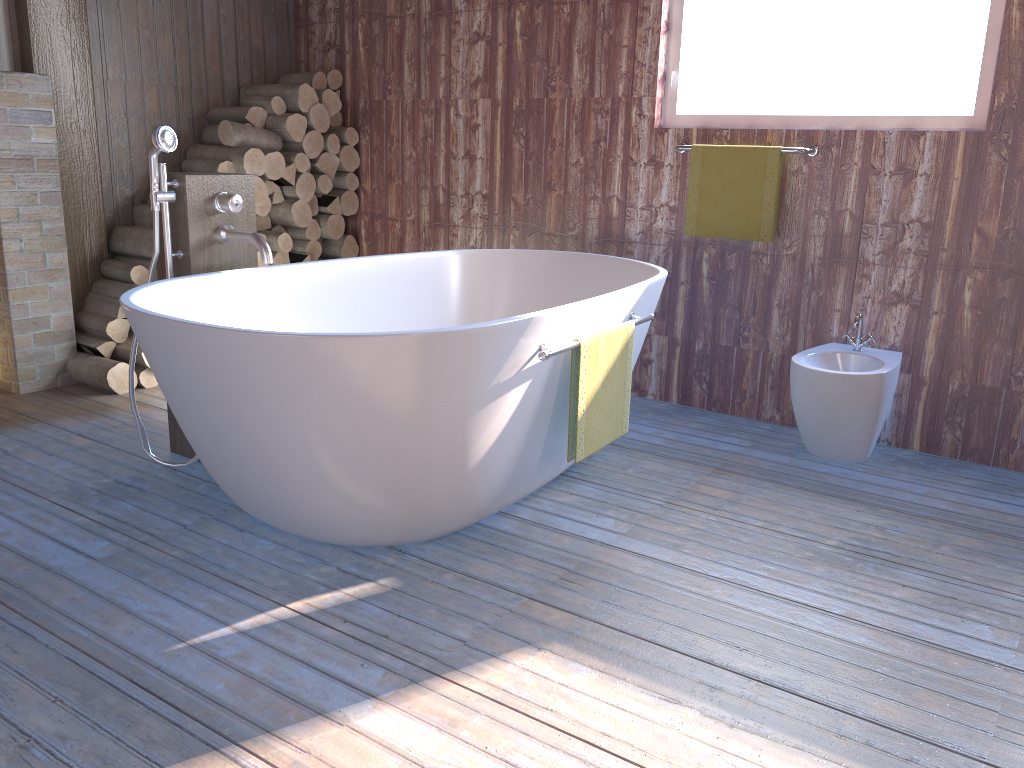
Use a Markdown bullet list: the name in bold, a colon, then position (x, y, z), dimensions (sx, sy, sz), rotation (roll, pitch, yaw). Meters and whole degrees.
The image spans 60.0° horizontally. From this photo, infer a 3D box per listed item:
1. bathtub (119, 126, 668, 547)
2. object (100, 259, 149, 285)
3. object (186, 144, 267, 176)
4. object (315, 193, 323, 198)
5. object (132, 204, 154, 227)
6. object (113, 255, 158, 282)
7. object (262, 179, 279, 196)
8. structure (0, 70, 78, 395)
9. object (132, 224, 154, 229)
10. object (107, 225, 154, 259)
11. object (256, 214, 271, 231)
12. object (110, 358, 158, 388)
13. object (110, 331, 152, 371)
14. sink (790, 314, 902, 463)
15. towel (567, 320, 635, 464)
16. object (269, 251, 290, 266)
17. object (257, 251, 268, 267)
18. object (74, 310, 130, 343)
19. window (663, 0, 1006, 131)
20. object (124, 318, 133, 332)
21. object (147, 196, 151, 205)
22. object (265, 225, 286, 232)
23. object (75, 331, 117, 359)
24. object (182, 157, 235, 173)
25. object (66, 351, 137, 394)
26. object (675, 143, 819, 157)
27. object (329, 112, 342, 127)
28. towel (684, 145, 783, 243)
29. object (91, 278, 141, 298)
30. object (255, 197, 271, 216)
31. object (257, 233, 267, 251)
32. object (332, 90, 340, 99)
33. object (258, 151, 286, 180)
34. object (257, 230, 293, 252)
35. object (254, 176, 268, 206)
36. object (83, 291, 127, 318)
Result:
- **bathtub**: position (-0.224, -0.229, 2.854), dimensions (1.935, 1.109, 1.460), rotation (-8, 17, -32)
- **object**: position (-1.754, -0.506, 4.027), dimensions (0.242, 0.103, 0.101), rotation (12, 18, 34)
- **object**: position (-1.389, -1.087, 4.306), dimensions (0.439, 0.145, 0.135), rotation (12, 18, 34)
- **object**: position (-1.089, -1.036, 4.744), dimensions (0.177, 0.069, 0.067), rotation (12, 18, 33)
- **object**: position (-1.657, -0.787, 4.191), dimensions (0.302, 0.113, 0.108), rotation (12, 18, 34)
- **object**: position (-1.653, -0.512, 4.079), dimensions (0.437, 0.133, 0.137), rotation (11, 17, 32)
- **object**: position (-1.299, -0.996, 4.461), dimensions (0.280, 0.092, 0.088), rotation (12, 18, 34)
- **structure**: position (-2.316, -0.535, 3.407), dimensions (0.226, 1.330, 1.130), rotation (12, 18, 33)
- **object**: position (-1.681, -0.699, 4.177), dimensions (0.280, 0.093, 0.099), rotation (12, 18, 34)
- **object**: position (-1.656, -0.641, 4.056), dimensions (0.455, 0.137, 0.139), rotation (11, 17, 32)
- **object**: position (-1.386, -0.849, 4.558), dimensions (0.321, 0.127, 0.104), rotation (12, 18, 34)
- **object**: position (-1.777, -0.060, 4.013), dimensions (0.437, 0.100, 0.098), rotation (11, 17, 32)
- **object**: position (-1.750, -0.167, 4.003), dimensions (0.483, 0.159, 0.150), rotation (11, 17, 32)
- **sink**: position (1.201, 0.019, 3.213), dimensions (0.335, 0.517, 0.515), rotation (12, 18, 34)
- **towel**: position (0.268, 0.016, 2.621), dimensions (0.032, 0.361, 0.370), rotation (10, 17, 30)
- **object**: position (-1.294, -0.654, 4.582), dimensions (0.301, 0.113, 0.111), rotation (11, 17, 32)
- **object**: position (-1.403, -0.631, 4.411), dimensions (0.437, 0.100, 0.098), rotation (11, 17, 32)
- **object**: position (-1.850, -0.263, 3.980), dimensions (0.303, 0.120, 0.114), rotation (12, 18, 34)
- **window**: position (1.167, -1.267, 3.370), dimensions (1.255, 0.587, 0.054), rotation (12, 18, 34)
- **object**: position (-1.710, -0.282, 4.058), dimensions (0.437, 0.133, 0.137), rotation (11, 17, 32)
- **object**: position (-1.571, -0.866, 4.170), dimensions (0.301, 0.113, 0.114), rotation (11, 17, 31)
- **object**: position (-1.327, -0.786, 4.665), dimensions (0.289, 0.118, 0.116), rotation (11, 17, 31)
- **object**: position (-1.884, -0.170, 3.959), dimensions (0.280, 0.093, 0.099), rotation (12, 18, 34)
- **object**: position (-1.450, -1.023, 4.243), dimensions (0.282, 0.112, 0.106), rotation (12, 18, 34)
- **object**: position (-1.849, -0.058, 3.906), dimensions (0.437, 0.143, 0.141), rotation (11, 17, 32)
- **object**: position (0.897, -0.921, 3.479), dimensions (0.581, 0.043, 0.091), rotation (12, 18, 34)
- **object**: position (-1.047, -1.439, 4.773), dimensions (0.269, 0.115, 0.107), rotation (12, 18, 34)
- **towel**: position (0.867, -0.753, 3.496), dimensions (0.370, 0.361, 0.032), rotation (12, 18, 34)
- **object**: position (-1.732, -0.399, 3.991), dimensions (0.370, 0.120, 0.117), rotation (11, 17, 32)
- **object**: position (-1.340, -0.907, 4.421), dimensions (0.291, 0.123, 0.115), rotation (12, 18, 34)
- **object**: position (-1.373, -0.716, 4.444), dimensions (0.303, 0.120, 0.114), rotation (12, 18, 34)
- **object**: position (-1.052, -1.536, 4.764), dimensions (0.281, 0.100, 0.081), rotation (12, 18, 33)
- **object**: position (-1.324, -1.095, 4.401), dimensions (0.440, 0.147, 0.138), rotation (12, 18, 34)
- **object**: position (-1.310, -0.739, 4.523), dimensions (0.437, 0.100, 0.098), rotation (11, 17, 32)
- **object**: position (-1.396, -0.951, 4.327), dimensions (0.437, 0.143, 0.141), rotation (11, 17, 32)
- **object**: position (-1.821, -0.360, 3.986), dimensions (0.280, 0.091, 0.085), rotation (11, 18, 32)
